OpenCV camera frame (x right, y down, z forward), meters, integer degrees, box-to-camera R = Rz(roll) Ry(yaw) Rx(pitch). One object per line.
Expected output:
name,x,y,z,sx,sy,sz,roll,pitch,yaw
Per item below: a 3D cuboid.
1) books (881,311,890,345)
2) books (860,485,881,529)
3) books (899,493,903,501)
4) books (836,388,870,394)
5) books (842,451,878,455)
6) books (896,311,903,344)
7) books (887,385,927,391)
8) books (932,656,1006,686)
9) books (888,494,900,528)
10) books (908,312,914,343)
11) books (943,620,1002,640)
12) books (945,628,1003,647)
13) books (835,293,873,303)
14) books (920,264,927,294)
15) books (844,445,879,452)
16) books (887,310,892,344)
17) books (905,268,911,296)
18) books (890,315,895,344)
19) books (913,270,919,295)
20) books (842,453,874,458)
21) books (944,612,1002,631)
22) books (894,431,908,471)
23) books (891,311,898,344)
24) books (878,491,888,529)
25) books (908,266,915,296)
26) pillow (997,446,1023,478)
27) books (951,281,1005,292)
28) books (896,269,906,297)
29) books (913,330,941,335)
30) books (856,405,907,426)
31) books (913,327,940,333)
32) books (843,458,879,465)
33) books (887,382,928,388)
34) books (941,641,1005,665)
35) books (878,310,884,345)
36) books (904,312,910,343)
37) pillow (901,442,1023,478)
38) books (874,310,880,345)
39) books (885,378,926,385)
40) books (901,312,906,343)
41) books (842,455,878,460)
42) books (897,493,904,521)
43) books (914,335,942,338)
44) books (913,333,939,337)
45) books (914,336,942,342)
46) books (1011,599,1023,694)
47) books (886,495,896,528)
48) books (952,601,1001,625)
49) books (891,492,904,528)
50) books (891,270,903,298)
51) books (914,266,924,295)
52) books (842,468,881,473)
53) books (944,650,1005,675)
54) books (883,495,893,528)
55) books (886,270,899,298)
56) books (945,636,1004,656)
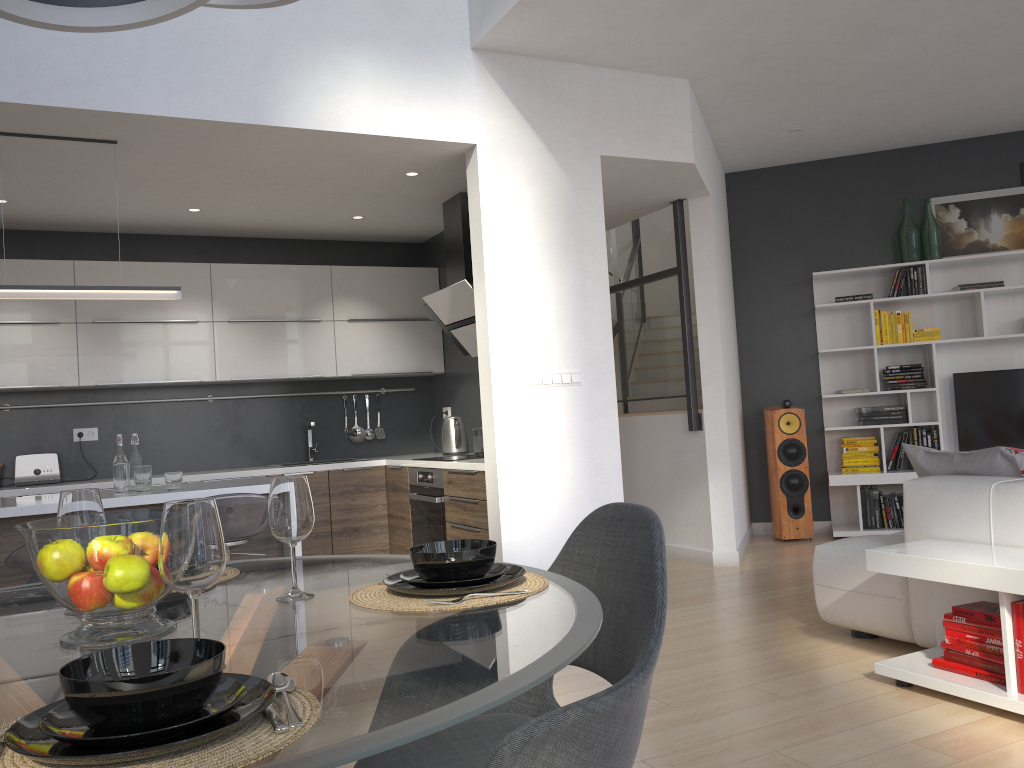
books,2.865,-0.422,6.819,0.044,0.255,0.198,-4,-2,18
books,2.720,0.932,6.750,0.128,0.321,0.259,-4,-2,18
books,2.964,0.944,6.651,0.083,0.249,0.191,-4,-2,18
books,2.640,0.058,6.872,0.209,0.030,0.266,-4,-2,12
books,2.699,0.528,6.883,0.251,0.019,0.180,-4,-2,18
books,2.956,-0.427,6.786,0.035,0.250,0.185,-4,-2,18
books,3.001,0.032,6.745,0.263,0.026,0.189,-4,-2,17
books,1.686,0.996,3.121,0.227,0.032,0.301,-3,-3,-27
books,2.874,0.955,6.674,0.050,0.242,0.169,-4,-2,18
books,3.033,-0.424,6.762,0.024,0.234,0.172,-4,-2,18
books,1.690,0.854,3.115,0.179,0.028,0.269,-3,-2,-25
books,1.705,0.881,3.124,0.191,0.028,0.261,-3,-3,-27
books,2.650,-0.653,6.871,0.268,0.046,0.208,-5,-2,22
books,3.116,-0.780,6.721,0.019,0.230,0.174,-4,-2,18
books,2.707,0.500,6.879,0.250,0.035,0.185,-5,-2,22
books,2.895,-0.426,6.811,0.015,0.263,0.199,-4,-2,18
books,3.018,-0.766,6.760,0.021,0.221,0.156,-4,-2,18
books,2.906,-0.411,6.785,0.024,0.229,0.156,-4,-2,18
books,3.065,-0.761,6.744,0.021,0.200,0.147,-4,-2,18
books,2.683,0.550,6.869,0.228,0.024,0.152,-5,-2,23
books,1.691,0.828,3.119,0.178,0.025,0.254,-3,-3,-27
books,2.965,0.507,6.762,0.100,0.289,0.210,-4,-2,17
books,2.931,-0.425,6.796,0.019,0.251,0.180,-4,-2,18
books,2.805,0.948,6.717,0.053,0.268,0.202,-4,-2,18
books,3.042,-0.773,6.757,0.025,0.232,0.176,-4,-2,18
pillow,2.574,0.407,2.699,0.575,0.449,2.250,-2,-3,-29
books,3.470,-0.716,6.618,0.310,0.047,0.250,-4,-2,14
books,2.972,-0.760,6.774,0.074,0.212,0.154,-4,-2,17
books,3.135,-0.385,6.712,0.187,0.014,0.134,-4,-2,18
books,2.841,0.242,6.835,0.343,0.137,0.277,-4,-2,18
books,3.135,-0.404,6.726,0.186,0.026,0.138,-4,-2,18
books,2.700,0.597,6.869,0.255,0.044,0.198,-4,-2,18
books,3.000,0.006,6.748,0.270,0.025,0.189,-4,-2,17
books,1.685,0.933,3.117,0.187,0.026,0.266,-3,-2,-21
books,2.830,-0.427,6.825,0.025,0.270,0.213,-4,-2,18
books,3.007,-0.423,6.767,0.024,0.234,0.172,-4,-2,18
pillow,2.826,0.370,2.935,0.647,0.453,2.953,-2,-3,-39
books,2.802,-0.425,6.826,0.029,0.270,0.204,-4,-2,18
books,2.998,-0.020,6.768,0.266,0.030,0.209,-4,-2,17
books,2.985,-0.423,6.778,0.023,0.239,0.169,-4,-2,18
books,2.700,0.568,6.885,0.263,0.015,0.198,-5,-2,22
books,2.931,0.951,6.659,0.066,0.242,0.177,-4,-2,18
books,3.138,-0.356,6.715,0.196,0.011,0.148,-4,-2,18
books,3.126,-0.369,6.699,0.169,0.018,0.113,-4,-2,20
books,3.137,-0.333,6.710,0.190,0.033,0.147,-4,-2,18
books,1.735,0.855,2.923,0.208,0.294,0.036,-3,-3,-27
books,2.856,0.960,6.688,0.049,0.236,0.170,-4,-2,19
books,1.684,0.802,3.110,0.152,0.029,0.206,-3,-2,-21
books,2.905,0.947,6.676,0.066,0.255,0.193,-4,-2,18
books,2.949,-0.757,6.794,0.087,0.214,0.171,-4,-2,19
books,3.092,-0.771,6.736,0.038,0.218,0.169,-4,-2,18
books,2.701,0.658,6.853,0.270,0.029,0.204,-5,-2,23
books,1.698,0.961,3.112,0.206,0.034,0.259,-3,-2,-24
books,2.835,0.961,6.702,0.053,0.240,0.189,-4,-2,19
books,2.916,-0.755,6.799,0.096,0.213,0.166,-4,-2,17
books,1.694,0.906,3.112,0.182,0.025,0.257,-3,-3,-27
